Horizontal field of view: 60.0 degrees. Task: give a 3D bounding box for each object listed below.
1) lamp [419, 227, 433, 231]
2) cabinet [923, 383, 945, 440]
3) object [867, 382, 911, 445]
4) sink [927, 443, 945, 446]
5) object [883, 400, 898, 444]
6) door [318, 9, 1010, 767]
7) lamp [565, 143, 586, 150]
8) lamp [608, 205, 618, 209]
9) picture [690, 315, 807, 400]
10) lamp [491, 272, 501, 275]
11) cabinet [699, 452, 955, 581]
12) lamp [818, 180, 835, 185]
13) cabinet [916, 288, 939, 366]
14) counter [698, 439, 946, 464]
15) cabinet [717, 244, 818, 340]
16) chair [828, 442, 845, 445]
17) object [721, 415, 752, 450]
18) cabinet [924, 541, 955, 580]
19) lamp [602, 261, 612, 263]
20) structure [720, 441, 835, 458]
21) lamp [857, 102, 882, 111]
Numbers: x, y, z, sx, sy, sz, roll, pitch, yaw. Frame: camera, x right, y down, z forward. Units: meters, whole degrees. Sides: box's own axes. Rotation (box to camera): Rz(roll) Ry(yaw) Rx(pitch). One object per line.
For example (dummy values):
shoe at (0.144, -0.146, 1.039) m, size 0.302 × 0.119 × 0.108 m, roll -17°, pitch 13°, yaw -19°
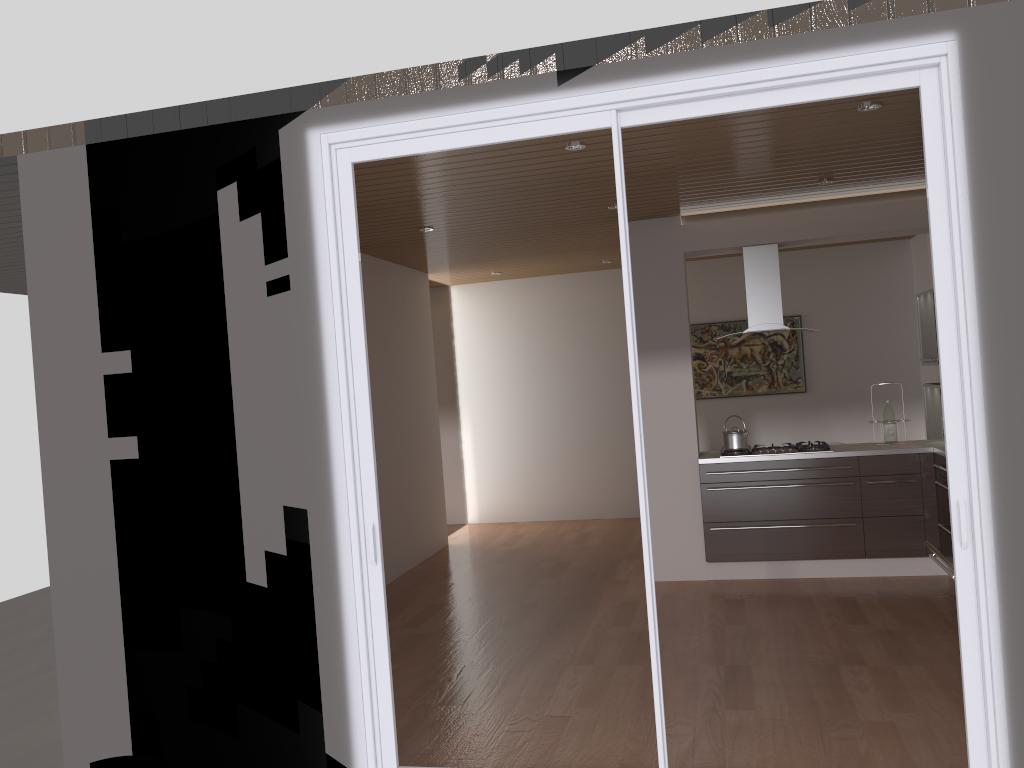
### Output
lamp at (-0.611, -1.121, 6.294) m, size 0.102 × 0.055 × 0.102 m, roll -4°, pitch 0°, yaw -15°
cabinet at (3.453, 0.298, 7.108) m, size 0.194 × 0.600 × 0.598 m, roll -4°, pitch 0°, yaw 13°
object at (2.793, 0.215, 6.583) m, size 0.291 × 0.453 × 0.210 m, roll -4°, pitch 0°, yaw 18°
sink at (3.164, 0.434, 6.275) m, size 0.450 × 0.347 × 0.494 m, roll -4°, pitch 0°, yaw 19°
object at (2.781, 0.280, 6.533) m, size 0.091 × 0.319 × 0.091 m, roll -4°, pitch 0°, yaw -42°
door at (0.467, 0.183, 3.264) m, size 2.300 × 2.700 × 0.101 m, roll -4°, pitch 0°, yaw 13°
lamp at (0.309, -1.181, 4.330) m, size 0.102 × 0.055 × 0.102 m, roll -4°, pitch 0°, yaw -4°
lamp at (0.699, -1.217, 5.983) m, size 0.102 × 0.055 × 0.102 m, roll -4°, pitch 0°, yaw -4°
picture at (2.393, -0.265, 9.301) m, size 1.277 × 0.801 × 0.018 m, roll -4°, pitch 0°, yaw 13°
lamp at (-0.165, -1.165, 9.166) m, size 0.102 × 0.055 × 0.102 m, roll -4°, pitch 0°, yaw -4°
cabinet at (2.359, 0.949, 5.891) m, size 2.150 × 0.870 × 1.850 m, roll -4°, pitch 0°, yaw 13°
lamp at (2.009, -1.314, 5.672) m, size 0.102 × 0.055 × 0.102 m, roll -4°, pitch 0°, yaw -15°
cabinet at (3.335, -0.446, 7.100) m, size 0.172 × 0.600 × 0.619 m, roll -4°, pitch 0°, yaw -1°
counter at (2.325, 0.497, 5.889) m, size 2.150 × 0.036 × 1.850 m, roll -4°, pitch 0°, yaw 13°
cabinet at (2.352, -0.584, 5.915) m, size 2.058 × 1.032 × 1.399 m, roll -4°, pitch 0°, yaw 17°
chair at (2.533, 0.941, 7.457) m, size 0.608 × 0.847 × 0.491 m, roll -4°, pitch 0°, yaw -17°
object at (1.654, 0.356, 6.574) m, size 0.221 × 0.251 × 0.221 m, roll -4°, pitch 0°, yaw 6°
cabinet at (2.404, 0.313, 3.888) m, size 1.047 × 1.948 × 1.796 m, roll -4°, pitch 0°, yaw 13°
lamp at (0.955, -1.248, 8.900) m, size 0.102 × 0.055 × 0.102 m, roll -4°, pitch 0°, yaw -4°
structure at (1.957, 0.481, 6.625) m, size 0.797 × 0.047 × 0.494 m, roll -4°, pitch 0°, yaw 13°
lamp at (1.619, -1.278, 4.019) m, size 0.102 × 0.055 × 0.102 m, roll -4°, pitch 0°, yaw -4°
